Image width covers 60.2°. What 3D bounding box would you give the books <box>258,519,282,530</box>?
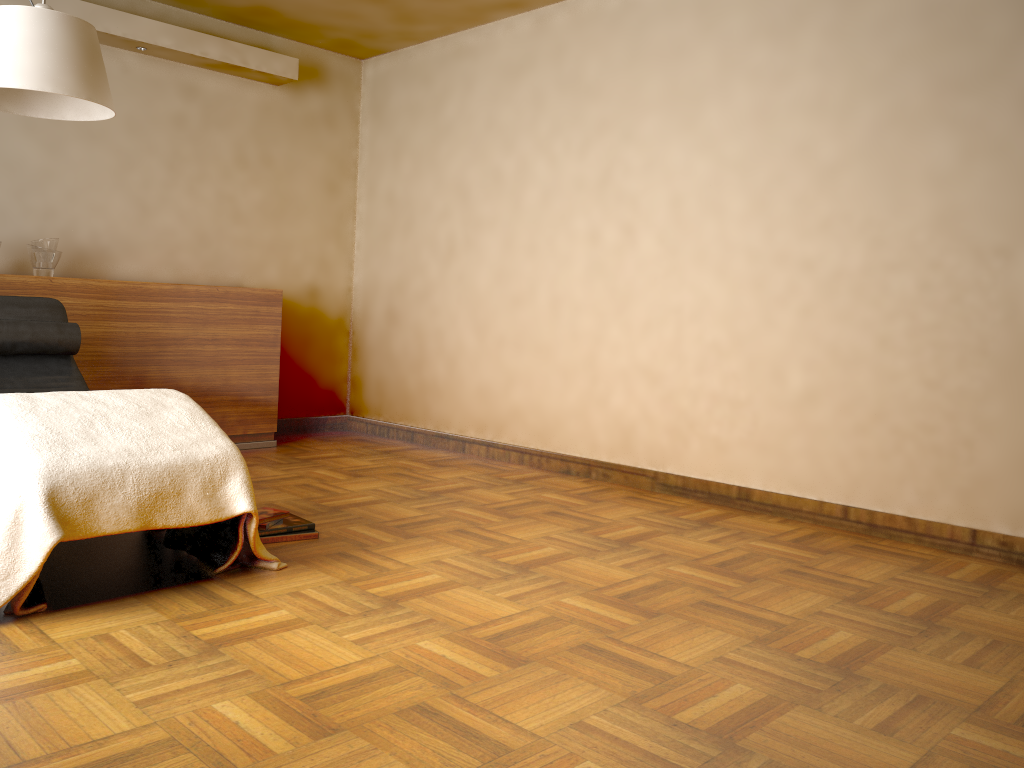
[{"bbox_3d":[-0.884,0.475,3.068,0.123,0.018,0.173,3,4,4],"label":"books"}]

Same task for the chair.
[{"bbox_3d":[-1.617,0.100,3.031,1.793,0.797,0.635,6,3,45],"label":"chair"}]

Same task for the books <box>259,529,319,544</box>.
[{"bbox_3d":[-0.840,0.517,3.074,0.280,0.022,0.201,0,5,-31],"label":"books"}]

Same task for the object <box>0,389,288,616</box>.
[{"bbox_3d":[-1.259,0.292,2.646,0.917,0.520,0.911,-1,4,-45],"label":"object"}]

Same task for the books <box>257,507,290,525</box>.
[{"bbox_3d":[-0.876,0.458,3.064,0.123,0.018,0.173,5,5,29],"label":"books"}]

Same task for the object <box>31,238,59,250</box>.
[{"bbox_3d":[-2.272,-0.636,4.293,0.122,0.150,0.122,3,1,24],"label":"object"}]

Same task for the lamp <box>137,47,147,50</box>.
[{"bbox_3d":[-2.392,-1.811,4.383,0.050,0.028,1.157,5,5,44],"label":"lamp"}]

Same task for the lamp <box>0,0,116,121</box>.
[{"bbox_3d":[-1.852,-0.462,3.180,0.451,1.968,1.418,3,0,-42],"label":"lamp"}]

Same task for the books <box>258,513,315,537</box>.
[{"bbox_3d":[-0.852,0.494,3.085,0.264,0.020,0.189,-2,6,-41],"label":"books"}]

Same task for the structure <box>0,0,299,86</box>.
[{"bbox_3d":[-2.148,-1.876,4.642,0.274,0.130,2.177,6,5,44],"label":"structure"}]

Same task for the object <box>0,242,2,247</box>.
[{"bbox_3d":[-2.463,-0.591,4.102,0.155,0.154,0.156,2,2,1],"label":"object"}]

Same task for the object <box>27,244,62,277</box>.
[{"bbox_3d":[-2.274,-0.598,4.292,0.156,0.154,0.155,4,2,35],"label":"object"}]

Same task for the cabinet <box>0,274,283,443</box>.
[{"bbox_3d":[-2.059,-0.102,4.585,0.416,0.862,1.673,2,2,45],"label":"cabinet"}]
